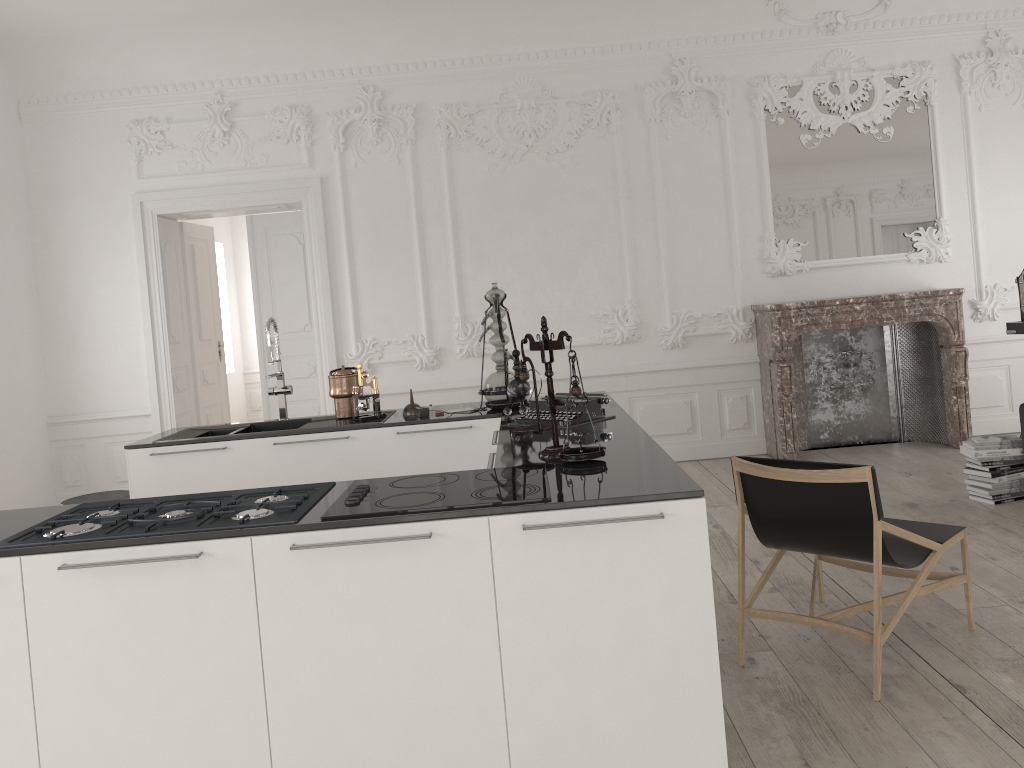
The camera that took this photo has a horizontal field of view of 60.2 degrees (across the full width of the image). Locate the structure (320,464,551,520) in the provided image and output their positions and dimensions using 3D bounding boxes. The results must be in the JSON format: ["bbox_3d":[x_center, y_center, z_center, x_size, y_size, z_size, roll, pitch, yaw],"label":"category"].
[{"bbox_3d":[-0.205,0.306,2.638,0.628,0.021,0.508,-5,5,1],"label":"structure"}]

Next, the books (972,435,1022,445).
[{"bbox_3d":[2.923,0.338,5.327,0.242,0.022,0.173,-4,5,15],"label":"books"}]

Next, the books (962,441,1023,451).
[{"bbox_3d":[2.902,0.365,5.327,0.289,0.026,0.206,-4,5,9],"label":"books"}]

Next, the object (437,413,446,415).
[{"bbox_3d":[-0.366,0.156,4.546,0.060,0.001,0.020,-7,5,-19],"label":"object"}]

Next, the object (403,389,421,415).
[{"bbox_3d":[-0.531,0.092,4.697,0.111,0.131,0.111,-5,3,6],"label":"object"}]

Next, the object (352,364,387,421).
[{"bbox_3d":[-0.763,0.035,4.662,0.170,0.291,0.131,-6,2,-29],"label":"object"}]

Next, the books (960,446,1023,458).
[{"bbox_3d":[2.895,0.399,5.323,0.310,0.041,0.199,-4,5,7],"label":"books"}]

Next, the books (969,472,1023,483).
[{"bbox_3d":[2.934,0.548,5.337,0.259,0.035,0.199,-7,5,-20],"label":"books"}]

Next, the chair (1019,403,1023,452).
[{"bbox_3d":[3.591,0.190,4.833,1.089,0.961,0.975,-6,3,-14],"label":"chair"}]

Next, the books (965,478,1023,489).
[{"bbox_3d":[2.923,0.581,5.330,0.290,0.026,0.206,-7,5,-17],"label":"books"}]

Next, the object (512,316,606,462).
[{"bbox_3d":[0.130,0.007,3.076,0.168,0.489,0.513,-6,3,-26],"label":"object"}]

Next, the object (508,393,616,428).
[{"bbox_3d":[0.209,0.109,3.911,0.318,0.110,0.383,-10,7,-44],"label":"object"}]

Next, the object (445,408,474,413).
[{"bbox_3d":[-0.278,0.139,4.636,0.141,0.004,0.094,-7,5,-19],"label":"object"}]

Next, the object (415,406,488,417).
[{"bbox_3d":[-0.305,0.128,4.553,0.376,0.045,0.124,-6,5,-10],"label":"object"}]

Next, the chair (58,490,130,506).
[{"bbox_3d":[-2.203,0.898,4.759,0.403,0.577,0.401,-6,2,-25],"label":"chair"}]

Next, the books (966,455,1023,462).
[{"bbox_3d":[2.913,0.430,5.328,0.280,0.025,0.199,-4,5,7],"label":"books"}]

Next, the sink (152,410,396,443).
[{"bbox_3d":[-1.218,0.287,4.669,1.165,0.140,0.487,-5,5,0],"label":"sink"}]

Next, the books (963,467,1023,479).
[{"bbox_3d":[2.910,0.515,5.326,0.301,0.035,0.199,-7,5,-22],"label":"books"}]

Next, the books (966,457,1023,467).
[{"bbox_3d":[2.918,0.456,5.326,0.274,0.025,0.199,-5,5,2],"label":"books"}]

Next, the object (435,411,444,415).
[{"bbox_3d":[-0.375,0.150,4.570,0.039,0.010,0.026,-7,5,-19],"label":"object"}]

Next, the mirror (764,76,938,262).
[{"bbox_3d":[2.786,-1.756,7.282,1.435,1.569,0.009,-5,1,0],"label":"mirror"}]

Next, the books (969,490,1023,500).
[{"bbox_3d":[2.935,0.650,5.328,0.274,0.025,0.199,-6,5,-13],"label":"books"}]

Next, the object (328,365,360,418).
[{"bbox_3d":[-0.904,0.037,4.840,0.207,0.279,0.187,-3,3,41],"label":"object"}]

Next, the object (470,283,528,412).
[{"bbox_3d":[-0.039,-0.202,4.571,0.293,0.650,0.320,-4,2,44],"label":"object"}]

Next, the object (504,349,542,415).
[{"bbox_3d":[0.057,-0.016,4.324,0.222,0.311,0.204,-5,2,-1],"label":"object"}]

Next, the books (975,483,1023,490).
[{"bbox_3d":[2.949,0.599,5.330,0.243,0.022,0.172,-6,5,-11],"label":"books"}]

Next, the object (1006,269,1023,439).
[{"bbox_3d":[3.679,-0.180,5.751,0.657,1.520,0.710,-6,2,-24],"label":"object"}]

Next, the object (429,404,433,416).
[{"bbox_3d":[-0.416,0.133,4.544,0.017,0.056,0.017,-5,1,-19],"label":"object"}]

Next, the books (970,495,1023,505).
[{"bbox_3d":[2.936,0.678,5.321,0.277,0.025,0.199,-7,5,-16],"label":"books"}]

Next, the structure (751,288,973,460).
[{"bbox_3d":[2.792,-0.083,7.124,1.544,1.246,0.661,-5,2,0],"label":"structure"}]

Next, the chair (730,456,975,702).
[{"bbox_3d":[1.274,0.622,3.392,0.785,0.769,0.629,-8,4,-44],"label":"chair"}]

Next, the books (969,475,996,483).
[{"bbox_3d":[2.934,0.548,5.337,0.253,0.030,0.194,-7,5,-20],"label":"books"}]

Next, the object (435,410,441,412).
[{"bbox_3d":[-0.376,0.145,4.615,0.042,0.012,0.032,-6,5,-14],"label":"object"}]

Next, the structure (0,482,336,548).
[{"bbox_3d":[-0.997,0.379,2.645,0.842,0.014,0.522,-5,5,1],"label":"structure"}]

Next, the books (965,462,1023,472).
[{"bbox_3d":[2.919,0.483,5.319,0.277,0.025,0.199,-6,5,-11],"label":"books"}]

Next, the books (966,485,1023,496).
[{"bbox_3d":[2.930,0.625,5.330,0.280,0.025,0.199,-6,5,-9],"label":"books"}]

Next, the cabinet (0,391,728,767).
[{"bbox_3d":[-0.670,0.707,3.666,2.461,0.880,2.716,-5,5,1],"label":"cabinet"}]

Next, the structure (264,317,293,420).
[{"bbox_3d":[-1.311,-0.076,4.841,0.130,0.581,0.280,-5,1,1],"label":"structure"}]
